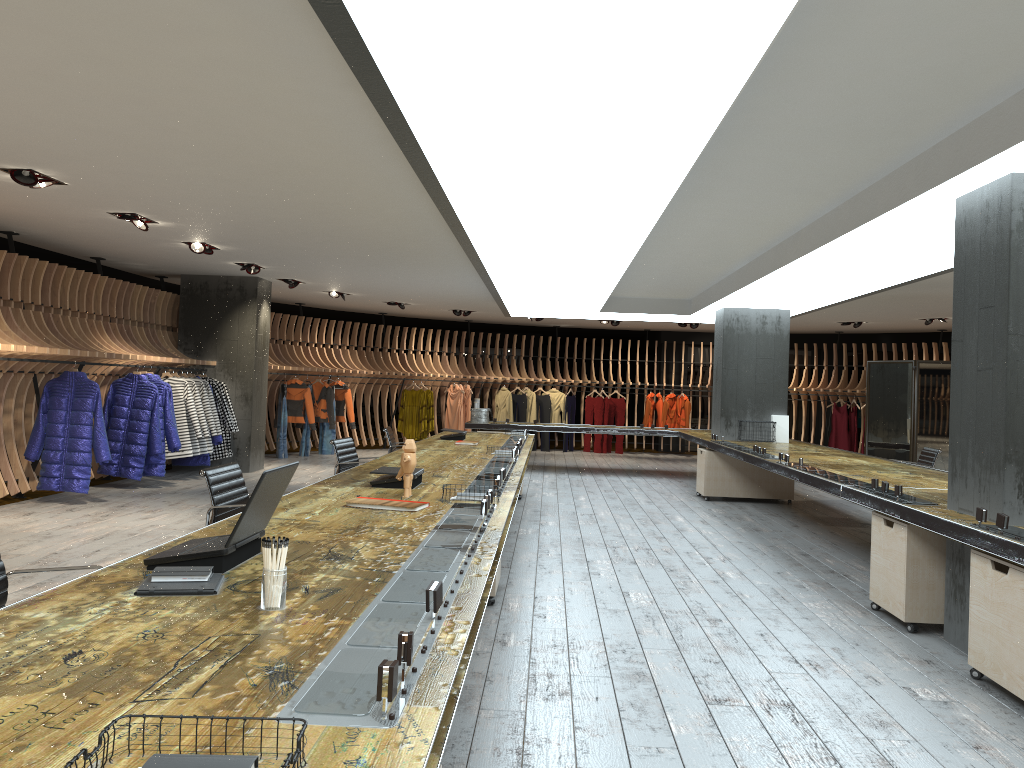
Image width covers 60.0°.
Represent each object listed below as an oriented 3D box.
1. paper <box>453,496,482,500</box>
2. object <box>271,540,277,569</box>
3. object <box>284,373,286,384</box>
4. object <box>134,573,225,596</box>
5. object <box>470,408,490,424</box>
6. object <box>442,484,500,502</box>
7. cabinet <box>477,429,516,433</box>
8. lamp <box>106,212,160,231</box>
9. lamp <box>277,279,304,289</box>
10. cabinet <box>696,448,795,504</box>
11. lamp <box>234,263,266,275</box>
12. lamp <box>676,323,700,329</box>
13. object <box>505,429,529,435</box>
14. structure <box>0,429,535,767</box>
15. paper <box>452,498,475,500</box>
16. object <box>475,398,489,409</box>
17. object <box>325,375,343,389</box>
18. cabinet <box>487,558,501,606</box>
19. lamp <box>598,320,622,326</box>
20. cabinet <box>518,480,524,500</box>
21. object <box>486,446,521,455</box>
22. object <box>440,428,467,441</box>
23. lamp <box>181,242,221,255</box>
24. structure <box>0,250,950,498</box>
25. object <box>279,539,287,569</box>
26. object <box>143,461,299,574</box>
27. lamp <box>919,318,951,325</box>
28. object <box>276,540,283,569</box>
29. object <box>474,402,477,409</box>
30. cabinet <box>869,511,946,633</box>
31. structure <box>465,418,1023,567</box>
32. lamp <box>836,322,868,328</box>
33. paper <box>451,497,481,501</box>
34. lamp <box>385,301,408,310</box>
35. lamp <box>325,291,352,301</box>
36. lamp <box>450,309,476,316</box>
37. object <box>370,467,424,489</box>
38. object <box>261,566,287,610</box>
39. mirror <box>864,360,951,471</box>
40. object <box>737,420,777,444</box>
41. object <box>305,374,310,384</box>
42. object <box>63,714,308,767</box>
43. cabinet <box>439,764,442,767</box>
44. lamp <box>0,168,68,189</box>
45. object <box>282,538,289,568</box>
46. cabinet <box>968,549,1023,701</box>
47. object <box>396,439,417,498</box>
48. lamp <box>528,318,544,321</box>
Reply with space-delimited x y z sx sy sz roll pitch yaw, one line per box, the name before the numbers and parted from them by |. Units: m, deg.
paper | -0.218 0.597 4.646 0.176 0.004 0.130 2 0 9
object | -0.617 0.486 2.281 0.007 0.170 0.030 3 -2 -40
object | -3.859 -0.068 15.099 0.023 0.243 0.549 3 0 -16
object | -0.928 0.560 2.489 0.213 0.019 0.219 2 0 -13
object | -0.525 0.521 14.478 0.303 0.239 0.497 2 0 3
object | -0.215 0.575 4.646 0.302 0.074 0.217 2 0 -3
cabinet | -0.265 1.076 14.646 0.593 0.630 1.131 2 0 2
lamp | -3.495 -1.571 8.193 0.269 0.294 0.492 2 0 2
lamp | -3.231 -1.544 12.966 0.269 0.292 0.492 2 0 9
cabinet | 3.012 1.187 11.483 1.131 0.630 0.593 2 -1 2
lamp | -3.358 -1.555 11.379 0.269 0.292 0.492 2 0 2
lamp | 3.580 -1.264 17.963 0.493 0.298 0.269 2 -1 11
object | 0.062 0.611 11.237 0.302 0.074 0.217 2 0 -3
structure | -0.519 0.927 6.239 1.162 0.844 10.448 2 0 2
paper | -0.218 0.598 4.646 0.176 0.004 0.130 2 0 7
object | -0.482 0.342 14.426 0.262 0.204 0.088 2 -1 1
object | -3.330 -0.044 16.174 0.549 0.243 0.023 2 -1 -21
cabinet | -0.645 1.027 5.748 1.131 0.630 0.593 2 -1 2
lamp | 2.004 -1.324 18.083 0.492 0.296 0.269 2 -1 -4
cabinet | -0.425 1.056 10.949 1.131 0.630 0.593 2 -1 2
object | -0.076 0.592 7.861 0.302 0.071 0.209 2 0 -3
object | -0.640 0.553 9.743 0.261 0.111 0.372 2 0 2
lamp | -3.426 -1.567 9.786 0.269 0.286 0.492 2 0 2
structure | 1.819 0.132 1.869 14.882 2.440 36.544 2 0 2
object | -0.600 0.487 2.291 0.030 0.170 0.007 2 -1 -4
object | -0.920 0.413 2.850 0.365 0.316 0.372 2 -1 2
lamp | 7.204 -1.141 15.060 0.269 0.292 0.493 3 -1 -30
object | -0.607 0.486 2.284 0.030 0.170 0.007 2 -1 23
object | -0.590 0.344 14.344 0.062 0.109 0.062 3 -1 -32
cabinet | 2.875 1.159 5.429 1.131 0.630 0.593 2 -1 2
structure | 1.306 0.994 5.945 4.836 0.844 18.470 2 0 2
lamp | 6.276 -1.170 16.347 0.269 0.294 0.493 3 -1 -42
paper | -0.232 0.601 4.642 0.176 0.003 0.130 2 0 1
lamp | -2.067 -1.488 15.884 0.269 0.293 0.492 2 -1 35
lamp | -2.846 -1.521 14.504 0.269 0.296 0.492 2 -1 22
lamp | -0.951 -1.439 17.014 0.492 0.297 0.269 3 -1 -38
object | -0.667 0.546 5.173 0.262 0.088 0.372 2 0 2
object | -0.618 0.531 2.302 0.061 0.111 0.061 1 -1 36
mirror | 5.531 0.649 11.327 2.112 1.893 0.443 2 -1 44
object | 3.228 0.629 11.680 0.459 0.290 0.329 2 -1 5
object | -3.614 -0.057 15.653 0.023 0.243 0.549 2 0 -1
object | -0.458 0.553 1.281 0.302 0.074 0.217 2 0 -3
cabinet | -0.720 1.007 1.409 1.131 0.630 0.593 2 -1 2
lamp | -3.563 -1.581 6.600 0.269 0.292 0.492 2 0 2
object | -0.596 0.487 2.300 0.030 0.170 0.007 3 -1 -31
cabinet | 2.817 1.151 4.078 1.131 0.630 0.593 2 -1 2
object | -0.540 0.443 4.632 0.097 0.301 0.320 2 -1 -14
lamp | 0.455 -1.390 17.751 0.492 0.284 0.269 2 -1 -17
